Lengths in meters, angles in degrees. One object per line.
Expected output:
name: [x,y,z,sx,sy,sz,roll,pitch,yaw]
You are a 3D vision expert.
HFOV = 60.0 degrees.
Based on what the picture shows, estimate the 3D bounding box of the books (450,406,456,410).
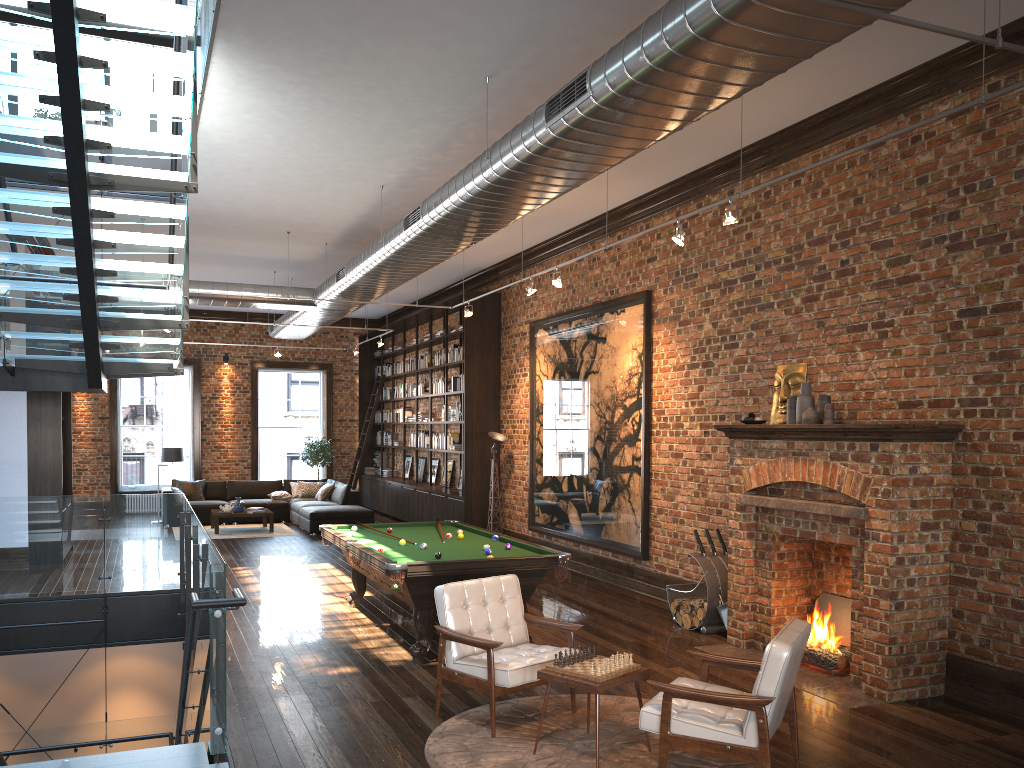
books: [-1.037,0.533,15.829,0.137,0.268,0.034,0,2,-22]

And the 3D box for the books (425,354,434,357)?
books: [-1.584,-0.430,17.074,0.181,0.299,0.009,0,2,-22]

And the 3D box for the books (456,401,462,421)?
books: [-0.884,0.475,15.381,0.180,0.340,0.013,0,2,-22]

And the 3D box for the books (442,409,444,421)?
books: [-1.172,0.571,16.106,0.187,0.220,0.016,0,2,-22]

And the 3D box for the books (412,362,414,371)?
books: [-1.937,-0.335,17.929,0.166,0.195,0.030,0,2,-22]

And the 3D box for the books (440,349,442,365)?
books: [-1.224,-0.476,16.160,0.183,0.300,0.018,0,2,-22]

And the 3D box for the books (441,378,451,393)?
books: [-1.205,0.036,16.141,0.183,0.286,0.034,0,2,-22]

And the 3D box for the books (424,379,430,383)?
books: [-1.627,0.065,17.201,0.155,0.335,0.014,0,2,-22]

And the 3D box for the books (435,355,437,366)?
books: [-1.335,-0.426,16.455,0.174,0.230,0.014,0,2,-22]

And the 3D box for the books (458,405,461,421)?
books: [-0.836,0.499,15.299,0.167,0.282,0.072,0,2,-22]

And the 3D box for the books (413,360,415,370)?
books: [-1.905,-0.365,17.850,0.168,0.249,0.072,0,1,-22]

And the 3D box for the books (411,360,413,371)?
books: [-1.965,-0.362,17.977,0.185,0.254,0.030,0,2,-22]

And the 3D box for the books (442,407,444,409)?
books: [-1.181,0.550,16.142,0.174,0.265,0.026,0,2,-22]

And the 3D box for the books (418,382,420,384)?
books: [-1.794,0.108,17.557,0.190,0.285,0.013,0,2,-22]

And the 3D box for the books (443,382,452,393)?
books: [-1.153,0.069,16.048,0.182,0.219,0.050,0,2,-22]

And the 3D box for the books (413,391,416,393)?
books: [-1.874,0.165,17.795,0.159,0.024,0.335,1,-3,-18]

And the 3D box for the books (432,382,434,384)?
books: [-1.434,0.085,16.682,0.186,0.244,0.079,0,1,-22]

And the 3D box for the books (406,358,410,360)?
books: [-2.123,-0.373,18.396,0.166,0.316,0.016,0,2,-22]

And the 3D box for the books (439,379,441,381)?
books: [-1.269,0.048,16.367,0.154,0.285,0.015,0,2,-22]

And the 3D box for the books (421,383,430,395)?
books: [-1.626,0.112,17.137,0.272,0.241,0.083,1,1,-22]

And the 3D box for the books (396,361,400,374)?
books: [-2.396,-0.333,19.015,0.163,0.298,0.029,0,2,-22]

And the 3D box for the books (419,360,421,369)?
books: [-1.732,-0.369,17.427,0.173,0.211,0.057,0,1,-22]

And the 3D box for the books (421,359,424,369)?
books: [-1.686,-0.372,17.269,0.193,0.203,0.027,1,2,-22]

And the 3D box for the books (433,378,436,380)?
books: [-1.432,0.047,16.745,0.143,0.324,0.116,0,1,-22]

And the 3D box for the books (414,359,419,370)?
books: [-1.890,-0.367,17.819,0.143,0.251,0.078,0,1,-22]

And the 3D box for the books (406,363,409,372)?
books: [-2.072,-0.324,18.209,0.187,0.200,0.030,1,2,-22]

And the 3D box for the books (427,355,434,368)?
books: [-1.535,-0.415,16.934,0.191,0.255,0.061,0,2,-22]

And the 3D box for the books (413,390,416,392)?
books: [-1.871,0.141,17.796,0.161,0.025,0.298,2,-3,-26]

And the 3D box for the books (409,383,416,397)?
books: [-2.015,0.127,18.123,0.175,0.303,0.067,0,2,-22]

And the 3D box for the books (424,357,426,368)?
books: [-1.592,-0.402,17.044,0.191,0.240,0.008,0,2,-22]

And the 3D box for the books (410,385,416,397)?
books: [-1.961,0.145,17.962,0.191,0.249,0.024,0,2,-22]

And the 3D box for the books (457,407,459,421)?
books: [-0.867,0.525,15.364,0.179,0.237,0.036,0,2,-22]

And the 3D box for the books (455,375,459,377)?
books: [-0.922,-0.001,15.500,0.162,0.297,0.012,0,2,-22]

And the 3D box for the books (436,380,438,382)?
books: [-1.339,0.062,16.492,0.166,0.269,0.011,0,2,-22]

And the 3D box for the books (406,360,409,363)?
books: [-2.088,-0.355,18.269,0.192,0.267,0.016,0,2,-22]

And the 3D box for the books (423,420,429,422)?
books: [-1.576,0.710,17.031,0.204,0.035,0.267,1,-3,-21]

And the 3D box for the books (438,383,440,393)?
books: [-1.267,0.082,16.288,0.181,0.209,0.024,0,2,-22]

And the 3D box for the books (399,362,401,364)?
books: [-2.323,-0.333,18.894,0.159,0.286,0.014,0,2,-22]

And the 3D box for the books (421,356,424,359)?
books: [-1.692,-0.405,17.301,0.180,0.271,0.011,0,2,-22]

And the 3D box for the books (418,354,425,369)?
books: [-1.742,-0.426,17.436,0.186,0.329,0.069,0,2,-22]

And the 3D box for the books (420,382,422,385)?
books: [-1.715,0.108,17.408,0.185,0.270,0.026,0,2,-22]

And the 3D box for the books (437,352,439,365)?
books: [-1.281,-0.449,16.302,0.185,0.259,0.032,0,2,-22]

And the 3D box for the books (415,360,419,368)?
books: [-1.867,-0.357,17.816,0.137,0.229,0.066,0,1,-22]

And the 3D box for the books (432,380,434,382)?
books: [-1.448,0.070,16.727,0.179,0.275,0.098,0,1,-22]

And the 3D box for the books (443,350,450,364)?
books: [-1.160,-0.472,16.028,0.180,0.279,0.009,0,2,-22]

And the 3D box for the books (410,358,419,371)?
books: [-1.984,-0.378,18.027,0.176,0.289,0.030,0,2,-22]

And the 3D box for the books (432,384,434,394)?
books: [-1.423,0.100,16.654,0.223,0.209,0.064,1,1,-22]

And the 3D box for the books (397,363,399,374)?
books: [-2.365,-0.314,18.967,0.178,0.255,0.036,0,2,-22]

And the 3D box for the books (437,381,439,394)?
books: [-1.314,0.073,16.426,0.160,0.242,0.031,0,2,-22]

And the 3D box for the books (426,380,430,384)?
books: [-1.606,0.082,17.197,0.133,0.300,0.012,0,2,-22]

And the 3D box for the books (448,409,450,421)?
books: [-1.078,0.557,15.849,0.184,0.222,0.033,0,2,-22]
